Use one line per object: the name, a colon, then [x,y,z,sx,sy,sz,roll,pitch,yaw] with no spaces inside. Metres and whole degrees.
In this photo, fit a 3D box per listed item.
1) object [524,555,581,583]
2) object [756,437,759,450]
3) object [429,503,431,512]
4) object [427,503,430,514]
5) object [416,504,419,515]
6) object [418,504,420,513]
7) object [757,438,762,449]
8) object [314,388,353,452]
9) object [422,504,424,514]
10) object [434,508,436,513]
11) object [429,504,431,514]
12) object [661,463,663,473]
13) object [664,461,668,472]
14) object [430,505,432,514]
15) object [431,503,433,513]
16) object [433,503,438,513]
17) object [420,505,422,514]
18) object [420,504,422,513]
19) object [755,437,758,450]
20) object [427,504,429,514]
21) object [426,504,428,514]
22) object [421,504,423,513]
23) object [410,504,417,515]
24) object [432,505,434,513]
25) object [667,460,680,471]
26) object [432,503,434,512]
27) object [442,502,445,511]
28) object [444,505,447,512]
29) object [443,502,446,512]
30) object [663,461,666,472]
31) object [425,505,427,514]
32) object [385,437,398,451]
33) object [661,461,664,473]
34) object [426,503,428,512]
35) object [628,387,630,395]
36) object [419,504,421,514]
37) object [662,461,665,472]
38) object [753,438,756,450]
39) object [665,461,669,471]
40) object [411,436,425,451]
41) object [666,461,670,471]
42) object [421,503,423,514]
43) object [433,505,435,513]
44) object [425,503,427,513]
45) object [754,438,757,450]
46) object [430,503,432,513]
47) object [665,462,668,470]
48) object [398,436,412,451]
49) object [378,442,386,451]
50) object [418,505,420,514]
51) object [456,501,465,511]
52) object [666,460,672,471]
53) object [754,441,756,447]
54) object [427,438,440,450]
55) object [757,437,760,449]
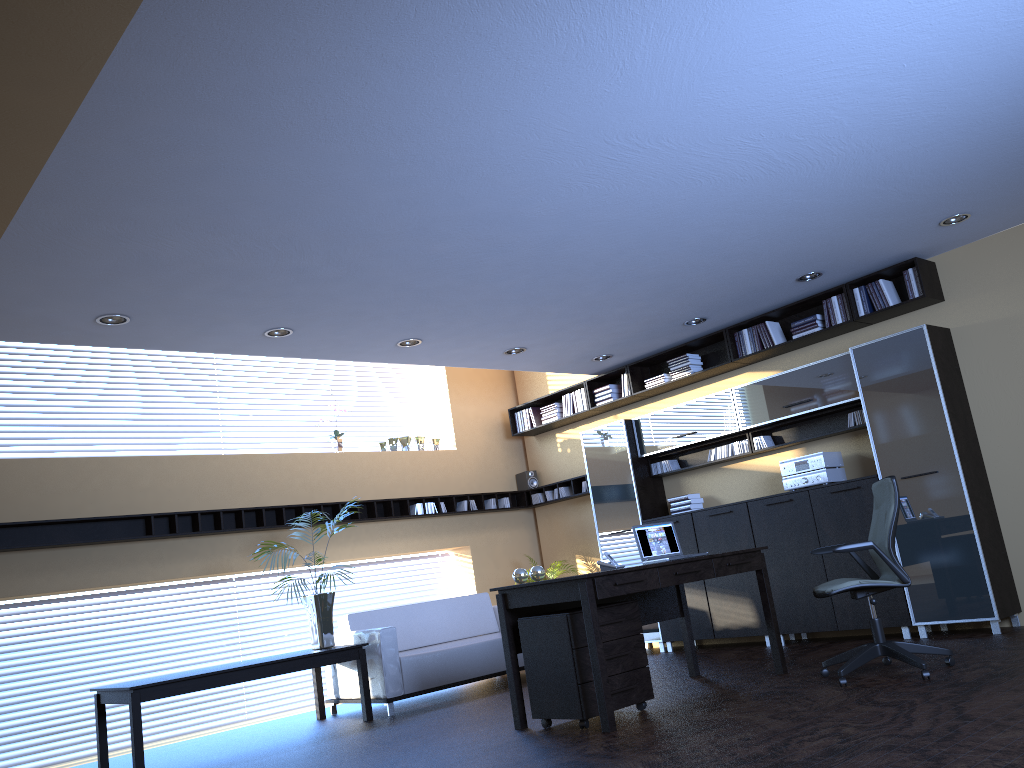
object: [0.452,2.488,10.060,0.840,1.234,0.693,-7,-12,-9]
object: [2.381,0.565,8.456,0.142,0.119,0.009,2,-15,-41]
object: [-0.955,1.400,9.908,0.009,0.119,0.143,1,-15,-42]
object: [-0.968,1.398,9.892,0.009,0.119,0.143,1,-15,-42]
object: [-1.080,1.394,9.795,0.009,0.119,0.143,1,-15,-41]
object: [-1.065,1.394,9.809,0.009,0.119,0.143,1,-15,-41]
object: [2.388,0.562,8.449,0.142,0.119,0.009,2,-15,-42]
object: [-1.898,0.418,9.661,0.352,0.692,0.438,-14,-13,26]
object: [-1.030,1.397,9.845,0.006,0.118,0.141,1,-16,-42]
object: [-0.901,1.405,9.960,0.041,0.121,0.143,1,-16,-42]
object: [-0.960,1.398,9.897,0.009,0.119,0.143,1,-15,-41]
object: [1.619,0.872,9.309,0.142,0.119,0.009,2,-16,-42]
object: [1.647,0.862,9.282,0.142,0.119,0.009,2,-15,-42]
object: [-0.947,1.400,9.914,0.009,0.119,0.143,1,-15,-41]
object: [-0.939,1.400,9.921,0.009,0.119,0.143,1,-16,-42]
object: [-0.899,1.404,9.958,0.040,0.118,0.143,1,-16,-41]
object: [-1.051,1.395,9.823,0.006,0.118,0.141,1,-15,-41]
object: [-1.047,1.397,9.835,0.009,0.119,0.143,1,-16,-42]
object: [2.371,0.567,8.460,0.142,0.119,0.009,2,-15,-41]
object: [-0.980,1.399,9.889,0.006,0.118,0.141,1,-15,-42]
object: [-0.989,1.400,9.884,0.006,0.118,0.141,1,-15,-41]
object: [-1.037,1.397,9.838,0.006,0.118,0.141,1,-15,-42]
object: [-1.100,1.395,9.780,0.040,0.118,0.143,1,-16,-42]
object: [-0.930,1.400,9.926,0.009,0.119,0.143,1,-15,-42]
object: [1.688,0.846,9.231,0.142,0.118,0.040,2,-16,-42]
object: [-0.926,1.402,9.937,0.009,0.119,0.143,1,-15,-42]
object: [-0.814,1.407,10.035,0.026,0.117,0.141,1,-16,-42]
object: [-0.800,1.408,10.043,0.036,0.115,0.141,1,-16,-41]
object: [-0.801,1.408,10.044,0.040,0.118,0.143,1,-16,-42]
object: [1.637,0.865,9.287,0.142,0.119,0.009,2,-15,-42]
object: [-1.003,1.398,9.868,0.009,0.119,0.143,1,-15,-41]
object: [-1.354,0.699,10.050,0.133,0.159,0.127,-4,-13,-22]
object: [1.625,0.870,9.302,0.142,0.119,0.009,2,-15,-41]
object: [-0.991,1.400,9.885,0.009,0.119,0.143,1,-15,-41]
object: [1.327,0.002,9.551,0.207,0.258,0.075,2,-15,-42]
object: [-1.058,1.395,9.816,0.009,0.119,0.143,1,-15,-41]
object: [1.631,0.867,9.293,0.140,0.118,0.006,2,-15,-42]
object: [2.358,0.573,8.473,0.140,0.118,0.006,2,-15,-42]
object: [1.665,0.854,9.257,0.142,0.119,0.030,2,-16,-42]
object: [-1.086,0.704,10.289,0.137,0.173,0.144,-18,-15,37]
object: [1.675,0.852,9.252,0.142,0.119,0.030,2,-15,-42]
object: [-1.037,1.397,9.839,0.009,0.119,0.143,1,-15,-41]
object: [-0.918,1.402,9.944,0.006,0.118,0.141,1,-15,-41]
object: [-0.994,1.398,9.874,0.009,0.119,0.143,1,-16,-42]
object: [2.366,0.570,8.468,0.140,0.118,0.006,2,-15,-42]
object: [-0.946,1.399,9.913,0.006,0.118,0.141,1,-16,-42]
object: [1.658,0.857,9.264,0.140,0.117,0.026,2,-15,-41]
object: [-1.223,0.699,10.173,0.137,0.173,0.145,-10,-12,8]
object: [-1.449,0.717,9.959,0.089,0.113,0.095,-7,-12,-7]
object: [-1.073,1.394,9.801,0.009,0.119,0.143,1,-15,-41]
object: [-0.594,1.417,10.225,0.040,0.118,0.143,1,-16,-42]
object: [1.676,0.849,9.240,0.142,0.119,0.030,2,-15,-41]
object: [2.361,0.573,8.477,0.142,0.119,0.009,2,-15,-42]
object: [-0.914,0.724,10.437,0.124,0.148,0.118,2,-16,-41]
object: [2.387,0.562,8.447,0.140,0.118,0.006,2,-15,-42]
